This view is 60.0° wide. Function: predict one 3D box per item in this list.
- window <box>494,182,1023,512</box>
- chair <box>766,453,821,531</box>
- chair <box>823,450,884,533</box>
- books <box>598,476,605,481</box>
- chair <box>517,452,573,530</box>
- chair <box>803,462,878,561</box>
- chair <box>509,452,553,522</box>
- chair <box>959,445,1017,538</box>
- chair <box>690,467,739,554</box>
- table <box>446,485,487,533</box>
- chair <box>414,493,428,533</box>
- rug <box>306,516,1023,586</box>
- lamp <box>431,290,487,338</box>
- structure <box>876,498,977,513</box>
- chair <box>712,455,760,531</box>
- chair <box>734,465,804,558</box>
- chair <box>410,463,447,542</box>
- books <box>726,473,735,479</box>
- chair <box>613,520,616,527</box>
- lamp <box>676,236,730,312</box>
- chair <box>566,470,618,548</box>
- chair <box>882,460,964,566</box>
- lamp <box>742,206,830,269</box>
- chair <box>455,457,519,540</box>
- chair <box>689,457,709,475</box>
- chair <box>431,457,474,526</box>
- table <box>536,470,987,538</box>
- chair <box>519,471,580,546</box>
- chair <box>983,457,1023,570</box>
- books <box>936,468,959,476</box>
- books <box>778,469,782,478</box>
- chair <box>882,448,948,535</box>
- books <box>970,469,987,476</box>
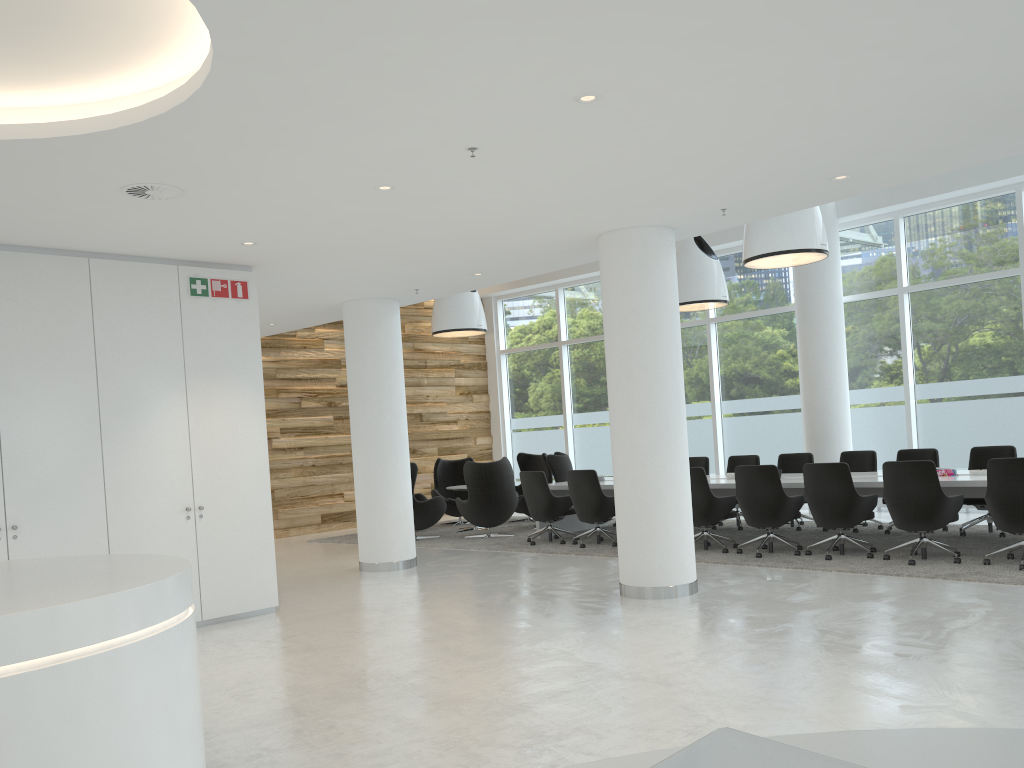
[{"bbox_3d":[-12.108,-0.774,1.434,62.860,6.141,30.874,-3,-3,-6],"label":"window"},{"bbox_3d":[3.611,1.392,11.496,0.687,0.966,0.672,-4,-1,39],"label":"chair"},{"bbox_3d":[4.184,1.322,10.961,0.672,0.966,0.687,-3,-1,-41],"label":"chair"},{"bbox_3d":[1.231,1.385,12.267,0.183,0.241,0.152,-5,-1,45],"label":"books"},{"bbox_3d":[0.505,1.634,13.651,0.917,1.152,0.914,-4,-1,4],"label":"chair"},{"bbox_3d":[3.296,1.259,8.939,0.687,0.966,0.672,-5,-1,44],"label":"chair"},{"bbox_3d":[0.229,1.725,14.859,0.916,1.152,0.916,-4,-1,34],"label":"chair"},{"bbox_3d":[5.275,1.181,9.817,0.687,0.966,0.672,-5,-1,44],"label":"chair"},{"bbox_3d":[2.139,1.394,9.930,0.672,0.966,0.687,-3,-1,-41],"label":"chair"},{"bbox_3d":[-0.610,1.948,13.937,0.798,0.696,0.801,-3,-2,-21],"label":"table"},{"bbox_3d":[-1.751,1.818,14.243,0.917,1.152,0.914,-4,-1,4],"label":"chair"},{"bbox_3d":[2.853,1.876,10.590,3.933,0.010,13.482,0,-5,-45],"label":"rug"},{"bbox_3d":[-0.942,-2.596,13.866,0.883,3.648,0.884,-4,0,-7],"label":"lamp"},{"bbox_3d":[6.218,1.638,12.022,0.150,0.214,2.696,-3,-3,-44],"label":"structure"},{"bbox_3d":[3.028,1.458,11.952,0.687,0.966,0.672,-5,-1,44],"label":"chair"},{"bbox_3d":[2.713,1.324,9.395,0.687,0.966,0.672,-4,-1,39],"label":"chair"},{"bbox_3d":[-1.444,1.730,13.113,0.916,1.152,0.916,-4,-1,34],"label":"chair"},{"bbox_3d":[2.728,1.197,10.800,0.191,0.238,0.153,-5,-1,44],"label":"books"},{"bbox_3d":[1.831,1.608,13.144,0.687,0.966,0.672,-4,-1,39],"label":"chair"},{"bbox_3d":[2.505,-2.904,12.523,0.884,3.648,0.884,-4,0,-2],"label":"lamp"},{"bbox_3d":[1.049,1.535,11.074,0.687,0.966,0.672,-5,-1,44],"label":"chair"},{"bbox_3d":[3.845,1.186,8.337,0.687,0.966,0.672,-5,-1,44],"label":"chair"},{"bbox_3d":[2.762,-3.113,9.330,0.884,3.648,0.884,-4,0,0],"label":"lamp"},{"bbox_3d":[-0.341,1.640,12.826,0.912,1.152,0.919,-3,-1,-26],"label":"chair"},{"bbox_3d":[2.479,1.530,12.554,0.687,0.966,0.672,-5,-1,44],"label":"chair"},{"bbox_3d":[-0.939,1.815,15.078,0.912,1.152,0.919,-3,-1,-26],"label":"chair"},{"bbox_3d":[3.177,1.476,10.459,6.573,0.739,1.498,-7,-4,44],"label":"table"},{"bbox_3d":[0.471,1.607,11.646,0.672,0.966,0.687,-3,-1,-41],"label":"chair"},{"bbox_3d":[4.492,1.108,7.747,0.687,0.966,0.672,-4,-1,39],"label":"chair"},{"bbox_3d":[4.396,0.996,9.245,0.230,0.275,0.598,-3,-3,-25],"label":"books"},{"bbox_3d":[3.048,1.143,10.619,0.357,0.229,0.139,-6,-2,44],"label":"books"},{"bbox_3d":[4.684,1.254,10.383,0.687,0.966,0.672,-5,-1,44],"label":"chair"},{"bbox_3d":[4.705,0.963,8.854,0.204,0.226,0.143,-5,-1,43],"label":"books"}]
